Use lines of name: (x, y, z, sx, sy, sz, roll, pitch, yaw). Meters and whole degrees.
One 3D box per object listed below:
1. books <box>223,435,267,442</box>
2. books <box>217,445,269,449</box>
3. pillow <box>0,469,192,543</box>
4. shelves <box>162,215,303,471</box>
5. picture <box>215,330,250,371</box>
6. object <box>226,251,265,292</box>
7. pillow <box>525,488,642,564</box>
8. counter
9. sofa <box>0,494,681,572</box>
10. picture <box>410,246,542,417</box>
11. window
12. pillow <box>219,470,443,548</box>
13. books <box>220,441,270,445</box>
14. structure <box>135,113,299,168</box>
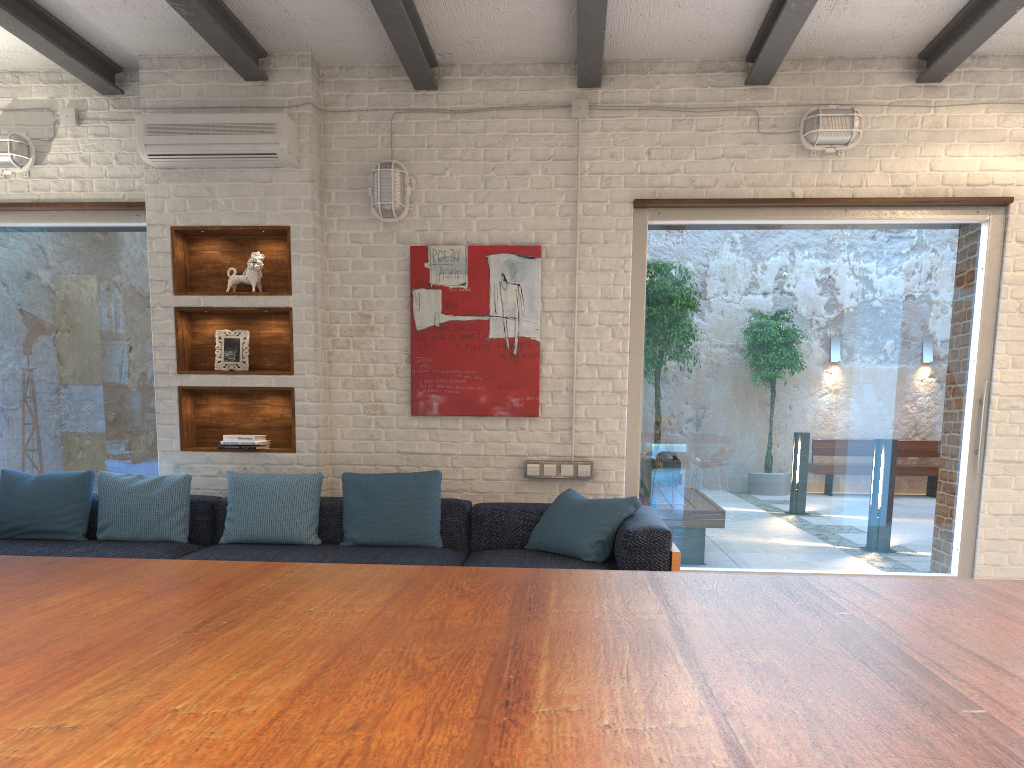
books: (-1.559, 0.315, 5.092, 0.205, 0.034, 0.131, 0, -1, 14)
books: (-1.566, 0.368, 5.091, 0.252, 0.017, 0.160, 0, -2, 14)
pillow: (-2.310, 0.677, 4.798, 1.106, 0.407, 0.238, 1, 6, 3)
shelves: (-1.572, -0.214, 5.046, 0.769, 1.452, 0.187, 1, 8, 4)
picture: (-1.622, -0.193, 5.063, 0.193, 0.249, 0.100, 0, 7, -5)
object: (-1.521, -0.635, 4.976, 0.216, 0.247, 0.110, 1, 7, 12)
pillow: (0.369, 0.725, 4.494, 0.375, 0.333, 0.559, -1, 2, -36)
counter: (0.362, 0.699, 0.432, 2.496, 0.934, 1.666, 1, 1, 4)
sofa: (-1.224, 0.932, 4.047, 3.949, 0.670, 2.056, 1, -1, 4)
picture: (-0.211, -0.296, 4.990, 0.744, 0.977, 0.019, 1, 8, 4)
window: (2.578, -1.863, 4.872, 12.334, 6.542, 0.631, 1, 8, 4)
pillow: (-0.963, 0.665, 4.685, 1.211, 0.426, 0.249, 1, 6, 4)
books: (-1.553, 0.342, 5.094, 0.236, 0.019, 0.169, 0, -2, 6)
structure: (-1.580, -1.306, 4.691, 0.814, 0.224, 0.197, 1, 4, 4)
